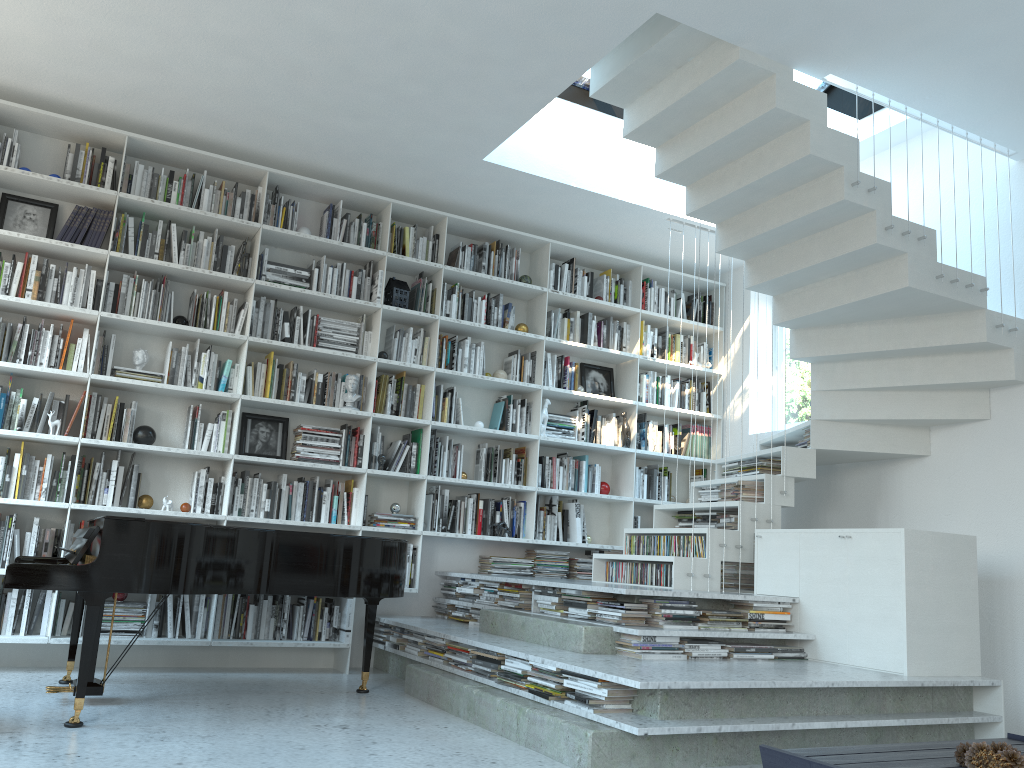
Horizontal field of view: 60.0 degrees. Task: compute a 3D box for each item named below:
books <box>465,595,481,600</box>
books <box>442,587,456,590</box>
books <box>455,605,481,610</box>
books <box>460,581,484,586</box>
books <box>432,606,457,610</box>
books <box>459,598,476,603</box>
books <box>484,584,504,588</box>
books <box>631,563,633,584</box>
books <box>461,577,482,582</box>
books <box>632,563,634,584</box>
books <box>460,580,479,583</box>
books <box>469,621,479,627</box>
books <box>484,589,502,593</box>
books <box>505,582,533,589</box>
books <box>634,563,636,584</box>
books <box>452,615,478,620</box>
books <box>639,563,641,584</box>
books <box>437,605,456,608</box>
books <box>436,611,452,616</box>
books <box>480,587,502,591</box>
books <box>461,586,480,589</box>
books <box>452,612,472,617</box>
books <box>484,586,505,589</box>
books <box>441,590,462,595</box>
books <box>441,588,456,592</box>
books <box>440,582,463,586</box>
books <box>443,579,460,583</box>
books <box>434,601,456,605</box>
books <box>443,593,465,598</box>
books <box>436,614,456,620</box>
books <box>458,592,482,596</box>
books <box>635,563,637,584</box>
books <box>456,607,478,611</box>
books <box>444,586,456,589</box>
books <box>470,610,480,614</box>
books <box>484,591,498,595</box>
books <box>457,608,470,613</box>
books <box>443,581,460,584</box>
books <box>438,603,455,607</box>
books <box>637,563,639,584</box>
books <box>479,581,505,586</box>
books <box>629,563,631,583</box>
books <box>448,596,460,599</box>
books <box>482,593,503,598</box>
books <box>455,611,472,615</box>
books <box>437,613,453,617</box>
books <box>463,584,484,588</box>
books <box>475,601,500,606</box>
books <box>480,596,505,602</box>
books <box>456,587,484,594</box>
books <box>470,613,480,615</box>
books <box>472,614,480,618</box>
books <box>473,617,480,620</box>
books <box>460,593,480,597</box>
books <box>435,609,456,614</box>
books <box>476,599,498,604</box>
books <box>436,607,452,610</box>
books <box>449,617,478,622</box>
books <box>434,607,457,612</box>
[{"bbox_3d":[-0.202,1.401,5.814,0.131,0.021,0.240,9,-13,-25],"label":"books"},{"bbox_3d":[-0.347,1.405,6.069,0.156,0.009,0.287,10,-13,-28],"label":"books"},{"bbox_3d":[-0.253,1.459,5.794,0.149,0.014,0.229,10,-13,-28],"label":"books"},{"bbox_3d":[-0.209,1.315,5.823,0.163,0.018,0.290,10,-13,-27],"label":"books"},{"bbox_3d":[-0.414,1.529,6.054,0.184,0.006,0.263,9,-13,-26],"label":"books"},{"bbox_3d":[-0.220,1.417,5.802,0.173,0.016,0.233,10,-13,-27],"label":"books"},{"bbox_3d":[-0.064,1.268,5.559,0.149,0.013,0.220,9,-12,-24],"label":"books"},{"bbox_3d":[0.788,1.164,5.442,0.125,0.125,0.009,9,-12,-27],"label":"books"},{"bbox_3d":[-0.216,1.289,5.824,0.171,0.020,0.193,11,-13,-31],"label":"books"},{"bbox_3d":[0.792,1.163,5.435,0.125,0.125,0.008,9,-12,-27],"label":"books"},{"bbox_3d":[-0.207,1.304,5.826,0.159,0.007,0.285,10,-13,-27],"label":"books"},{"bbox_3d":[-0.136,1.495,5.495,0.189,0.028,0.202,11,-13,-31],"label":"books"},{"bbox_3d":[-0.064,1.298,5.555,0.144,0.013,0.221,9,-12,-24],"label":"books"},{"bbox_3d":[0.070,1.207,5.311,0.139,0.028,0.262,8,-12,-22],"label":"books"},{"bbox_3d":[0.802,1.160,5.415,0.125,0.125,0.009,9,-12,-27],"label":"books"},{"bbox_3d":[-0.260,1.523,5.780,0.160,0.014,0.268,10,-13,-27],"label":"books"},{"bbox_3d":[0.824,1.153,5.375,0.125,0.125,0.010,9,-12,-27],"label":"books"},{"bbox_3d":[-0.406,1.522,6.059,0.160,0.009,0.210,8,-12,-23],"label":"books"},{"bbox_3d":[-0.398,1.570,6.056,0.147,0.014,0.292,9,-13,-26],"label":"books"},{"bbox_3d":[-0.070,1.287,5.553,0.167,0.008,0.234,10,-13,-27],"label":"books"},{"bbox_3d":[-0.216,1.339,5.816,0.171,0.007,0.206,9,-13,-25],"label":"books"},{"bbox_3d":[-0.270,1.506,5.777,0.180,0.016,0.183,10,-13,-29],"label":"books"},{"bbox_3d":[-0.065,1.279,5.557,0.160,0.010,0.180,9,-13,-27],"label":"books"},{"bbox_3d":[-0.358,1.428,6.060,0.175,0.017,0.265,9,-12,-24],"label":"books"},{"bbox_3d":[-0.353,1.414,6.064,0.179,0.012,0.262,9,-13,-26],"label":"books"},{"bbox_3d":[-0.357,1.373,6.069,0.171,0.015,0.253,11,-13,-31],"label":"books"},{"bbox_3d":[-0.346,1.354,6.078,0.159,0.011,0.246,10,-13,-29],"label":"books"},{"bbox_3d":[-0.409,1.498,6.061,0.174,0.009,0.240,9,-13,-25],"label":"books"},{"bbox_3d":[-0.352,1.446,6.060,0.163,0.017,0.233,9,-13,-25],"label":"books"},{"bbox_3d":[-0.408,1.590,6.048,0.163,0.019,0.187,10,-13,-27],"label":"books"},{"bbox_3d":[-0.215,1.376,5.811,0.163,0.008,0.295,10,-13,-28],"label":"books"},{"bbox_3d":[0.806,1.159,5.409,0.125,0.125,0.007,9,-12,-27],"label":"books"},{"bbox_3d":[-0.255,1.469,5.791,0.144,0.009,0.250,8,-12,-23],"label":"books"},{"bbox_3d":[-0.339,1.398,6.074,0.145,0.008,0.298,10,-13,-27],"label":"books"},{"bbox_3d":[-0.126,1.423,5.512,0.181,0.017,0.250,10,-13,-29],"label":"books"},{"bbox_3d":[-0.062,1.312,5.554,0.150,0.013,0.215,9,-13,-26],"label":"books"},{"bbox_3d":[-0.251,1.483,5.791,0.137,0.018,0.200,10,-13,-30],"label":"books"},{"bbox_3d":[-0.347,1.364,6.076,0.167,0.008,0.234,10,-13,-27],"label":"books"},{"bbox_3d":[-0.404,1.511,6.062,0.152,0.015,0.208,8,-12,-22],"label":"books"},{"bbox_3d":[0.816,1.155,5.389,0.125,0.125,0.007,9,-12,-27],"label":"books"},{"bbox_3d":[-0.074,1.252,5.556,0.165,0.015,0.243,11,-13,-31],"label":"books"},{"bbox_3d":[0.777,1.168,5.462,0.125,0.125,0.008,9,-12,-27],"label":"books"},{"bbox_3d":[-0.340,1.463,6.064,0.134,0.014,0.181,10,-13,-29],"label":"books"},{"bbox_3d":[-0.067,1.326,5.549,0.154,0.018,0.221,10,-13,-27],"label":"books"},{"bbox_3d":[-0.258,1.495,5.785,0.159,0.009,0.228,9,-13,-26],"label":"books"},{"bbox_3d":[-0.407,1.578,6.050,0.144,0.005,0.257,8,-12,-22],"label":"books"},{"bbox_3d":[-0.209,1.330,5.821,0.143,0.012,0.264,8,-12,-22],"label":"books"},{"bbox_3d":[-0.083,1.373,5.533,0.183,0.012,0.297,10,-13,-27],"label":"books"},{"bbox_3d":[-0.078,1.345,5.540,0.164,0.023,0.242,8,-12,-23],"label":"books"},{"bbox_3d":[-0.227,1.355,5.808,0.189,0.030,0.238,10,-13,-29],"label":"books"},{"bbox_3d":[-0.122,1.437,5.512,0.178,0.009,0.277,9,-13,-26],"label":"books"},{"bbox_3d":[-0.119,1.450,5.511,0.156,0.017,0.263,10,-13,-30],"label":"books"},{"bbox_3d":[-0.116,1.465,5.511,0.161,0.012,0.254,9,-13,-26],"label":"books"},{"bbox_3d":[-0.213,1.384,5.811,0.152,0.009,0.259,10,-13,-29],"label":"books"},{"bbox_3d":[-0.407,1.556,6.053,0.170,0.012,0.215,9,-13,-26],"label":"books"},{"bbox_3d":[-0.087,1.360,5.533,0.190,0.012,0.235,10,-13,-28],"label":"books"},{"bbox_3d":[-0.405,1.536,6.057,0.152,0.005,0.242,8,-12,-23],"label":"books"},{"bbox_3d":[-0.277,1.531,5.770,0.187,0.009,0.261,9,-12,-24],"label":"books"},{"bbox_3d":[-0.403,1.544,6.057,0.159,0.012,0.279,10,-13,-27],"label":"books"}]
